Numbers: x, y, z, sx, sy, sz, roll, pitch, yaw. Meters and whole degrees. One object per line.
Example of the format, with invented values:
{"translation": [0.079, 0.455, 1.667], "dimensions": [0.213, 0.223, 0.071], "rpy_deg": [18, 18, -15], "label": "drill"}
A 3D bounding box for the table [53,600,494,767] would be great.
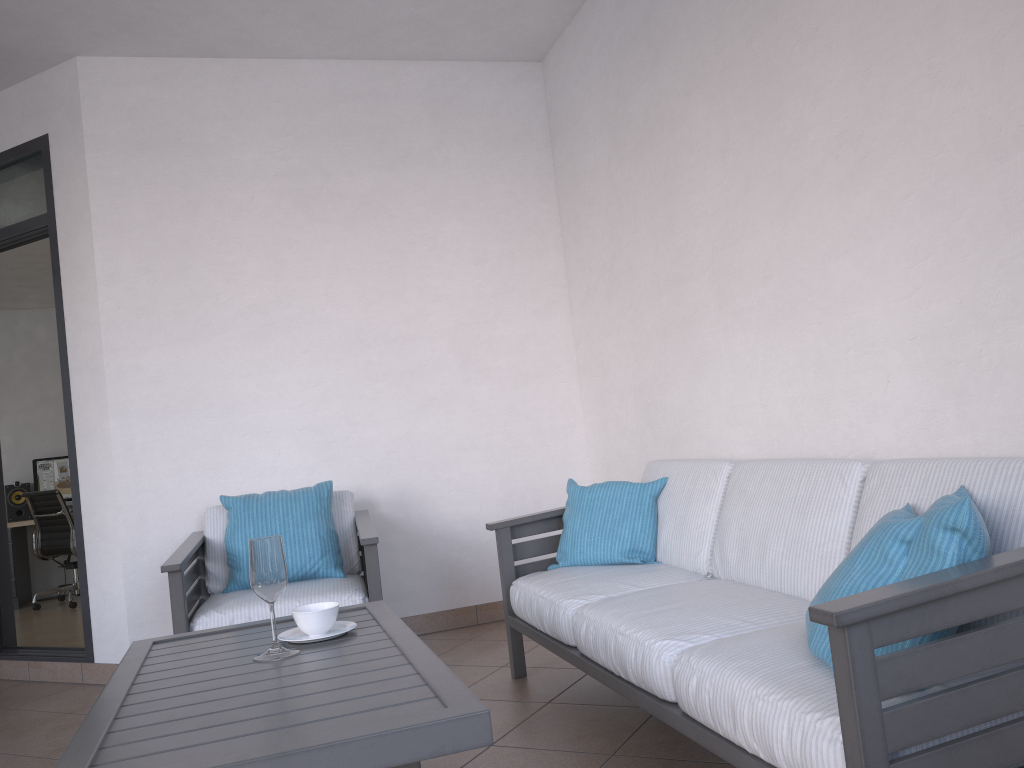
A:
{"translation": [-0.528, 0.876, 1.998], "dimensions": [0.710, 0.473, 1.260], "rpy_deg": [-6, -3, -17], "label": "table"}

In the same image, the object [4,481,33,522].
{"translation": [-4.489, 1.059, 8.060], "dimensions": [0.198, 0.354, 0.249], "rpy_deg": [-5, -4, -32], "label": "object"}

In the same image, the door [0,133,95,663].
{"translation": [-2.599, 0.104, 4.108], "dimensions": [0.905, 2.500, 0.924], "rpy_deg": [-8, -3, 28], "label": "door"}

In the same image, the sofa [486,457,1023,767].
{"translation": [0.612, 0.628, 2.549], "dimensions": [0.807, 0.765, 2.161], "rpy_deg": [-6, -3, -17], "label": "sofa"}

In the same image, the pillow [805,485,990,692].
{"translation": [0.775, 0.401, 1.823], "dimensions": [0.377, 0.370, 0.543], "rpy_deg": [-8, -3, 23], "label": "pillow"}

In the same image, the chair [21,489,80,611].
{"translation": [-3.790, 1.392, 7.679], "dimensions": [0.664, 0.991, 0.699], "rpy_deg": [-9, -4, 34], "label": "chair"}

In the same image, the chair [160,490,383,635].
{"translation": [-0.960, 0.871, 3.722], "dimensions": [0.797, 0.765, 0.807], "rpy_deg": [-6, -3, -12], "label": "chair"}

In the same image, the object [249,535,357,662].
{"translation": [-0.559, 0.518, 2.265], "dimensions": [0.203, 0.284, 0.337], "rpy_deg": [-9, -4, 34], "label": "object"}
